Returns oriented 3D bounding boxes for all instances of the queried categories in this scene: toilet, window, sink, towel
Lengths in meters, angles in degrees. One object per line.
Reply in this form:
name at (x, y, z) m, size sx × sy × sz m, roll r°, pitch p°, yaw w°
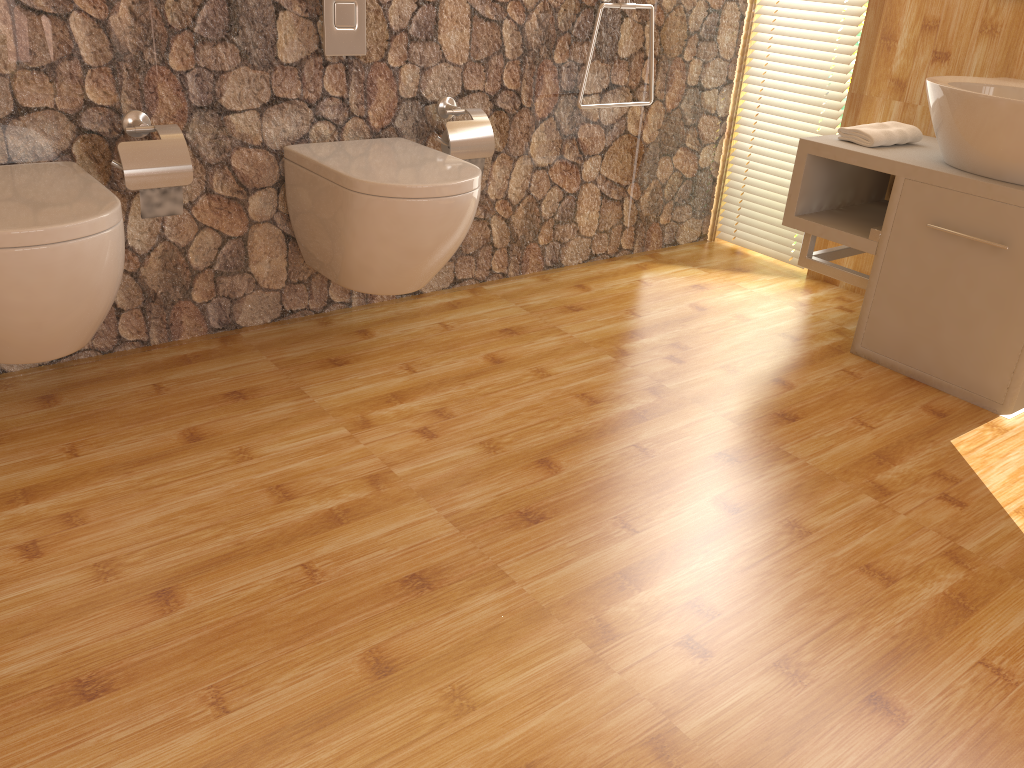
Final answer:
toilet at (-1.019, -0.229, 1.848) m, size 0.371 × 0.337 × 0.507 m, roll -15°, pitch 32°, yaw -34°
toilet at (-0.318, -0.422, 2.347) m, size 0.371 × 0.337 × 0.507 m, roll -15°, pitch 32°, yaw -34°
window at (2.227, -0.818, 1.824) m, size 0.010 × 2.164 × 3.964 m, roll -15°, pitch 32°, yaw -34°
sink at (1.397, -0.744, 2.282) m, size 0.533 × 0.409 × 0.634 m, roll -15°, pitch 32°, yaw -34°
towel at (1.101, -0.749, 2.653) m, size 0.225 × 0.048 × 0.140 m, roll -12°, pitch 31°, yaw -30°

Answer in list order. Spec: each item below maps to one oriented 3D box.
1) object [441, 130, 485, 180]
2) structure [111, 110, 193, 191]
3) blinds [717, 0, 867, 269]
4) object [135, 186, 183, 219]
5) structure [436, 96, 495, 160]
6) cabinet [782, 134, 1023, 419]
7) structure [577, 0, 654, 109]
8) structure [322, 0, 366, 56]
object at (-0.143, -0.668, 2.584) m, size 0.098 × 0.151 × 0.090 m, roll -15°, pitch 32°, yaw -34°
structure at (-0.855, -0.547, 2.068) m, size 0.170 × 0.151 × 0.154 m, roll -15°, pitch 32°, yaw -34°
blinds at (1.045, -1.489, 2.974) m, size 0.042 × 2.178 × 0.420 m, roll -15°, pitch 32°, yaw -34°
object at (-0.841, -0.475, 2.087) m, size 0.098 × 0.151 × 0.090 m, roll -15°, pitch 32°, yaw -34°
structure at (-0.157, -0.740, 2.565) m, size 0.170 × 0.151 × 0.154 m, roll -15°, pitch 32°, yaw -34°
cabinet at (1.368, -0.308, 2.504) m, size 0.517 × 0.570 × 1.136 m, roll -15°, pitch 32°, yaw -34°
structure at (0.323, -1.082, 2.805) m, size 0.332 × 0.387 × 0.133 m, roll -15°, pitch 32°, yaw -34°
structure at (-0.434, -0.959, 2.303) m, size 0.120 × 0.200 × 0.010 m, roll -15°, pitch 32°, yaw -34°
